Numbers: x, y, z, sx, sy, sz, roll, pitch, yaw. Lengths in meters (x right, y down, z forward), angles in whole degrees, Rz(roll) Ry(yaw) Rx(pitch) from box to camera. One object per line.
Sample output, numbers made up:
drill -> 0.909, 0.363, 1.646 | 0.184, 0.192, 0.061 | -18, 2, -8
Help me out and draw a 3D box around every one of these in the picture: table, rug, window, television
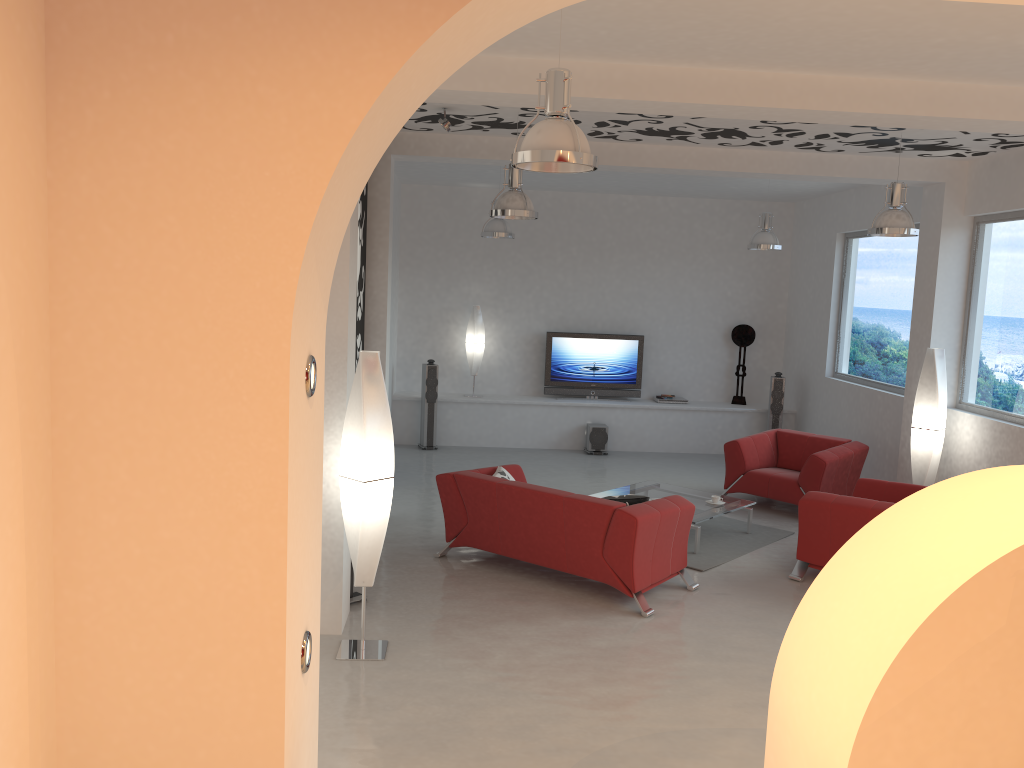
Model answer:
table -> 1.453, 1.202, 8.183 | 1.162, 0.286, 1.097 | 8, 8, 41
rug -> 1.439, 1.347, 8.190 | 1.700, 0.025, 1.700 | 8, 8, 41
window -> 4.380, -0.527, 7.168 | 0.100, 1.800, 2.400 | 2, 6, -4
window -> 4.220, -0.844, 9.946 | 0.100, 1.800, 2.400 | 2, 6, -4
television -> 1.139, -0.243, 12.349 | 1.356, 0.919, 0.343 | 2, 6, -4

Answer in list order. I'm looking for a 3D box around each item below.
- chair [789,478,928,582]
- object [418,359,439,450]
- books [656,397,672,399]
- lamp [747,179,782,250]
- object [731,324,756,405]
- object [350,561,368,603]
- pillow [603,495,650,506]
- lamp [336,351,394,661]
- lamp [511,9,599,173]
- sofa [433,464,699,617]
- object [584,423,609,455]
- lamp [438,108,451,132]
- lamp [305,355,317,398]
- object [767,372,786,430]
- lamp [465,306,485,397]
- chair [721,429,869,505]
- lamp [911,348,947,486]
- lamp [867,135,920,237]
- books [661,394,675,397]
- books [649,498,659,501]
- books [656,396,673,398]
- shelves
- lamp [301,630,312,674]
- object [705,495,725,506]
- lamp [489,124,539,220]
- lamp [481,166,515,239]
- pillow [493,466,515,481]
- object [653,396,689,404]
chair -> 2.935, 1.174, 7.008 | 1.288, 0.738, 0.951 | -4, 9, -43
object -> -1.090, 0.261, 11.669 | 0.255, 1.184, 0.273 | 0, 7, -18
books -> 2.135, 0.193, 12.427 | 0.190, 0.015, 0.135 | -3, 8, -38
lamp -> 2.861, -1.913, 9.954 | 0.379, 0.800, 0.379 | 7, 8, 36
object -> 3.226, -0.275, 12.466 | 0.331, 1.130, 0.108 | 5, 7, 21
object -> -1.103, 0.934, 5.966 | 0.214, 1.112, 0.229 | 8, 8, 41
pillow -> 0.773, 0.964, 6.489 | 0.402, 0.343, 0.288 | 1, 6, -11
lamp -> -0.849, 0.698, 5.164 | 0.313, 1.779, 0.313 | 3, 6, 5
lamp -> 0.202, -1.339, 3.818 | 0.379, 0.800, 0.379 | -2, 8, -32
sofa -> 0.383, 1.091, 6.799 | 1.929, 0.738, 0.951 | 7, 8, 36
object -> 1.134, 0.738, 11.878 | 0.336, 0.374, 0.337 | 2, 6, -4
lamp -> -0.511, -2.004, 6.737 | 0.112, 0.176, 0.118 | 7, 8, 39
lamp -> -0.488, -0.019, 2.158 | 0.011, 0.105, 0.105 | 2, 6, -4
object -> 3.547, 0.424, 11.949 | 0.255, 1.184, 0.273 | 4, 6, 11
lamp -> -0.507, -0.450, 12.147 | 0.263, 1.239, 0.263 | 1, 6, -12
chair -> 2.931, 0.923, 9.256 | 0.951, 0.738, 1.288 | -4, 9, -43
lamp -> 3.794, 0.562, 8.112 | 0.313, 1.779, 0.313 | 1, 6, -12
lamp -> 3.032, -1.574, 6.978 | 0.379, 0.800, 0.379 | 5, 7, 25
books -> 2.187, 0.166, 12.425 | 0.190, 0.015, 0.135 | 3, 6, 6
books -> 1.412, 1.068, 7.919 | 0.367, 0.035, 0.345 | 1, 7, -13
books -> 2.135, 0.178, 12.429 | 0.190, 0.015, 0.135 | 0, 7, -23
shelves -> 1.131, 0.252, 12.287 | 5.500, 0.050, 0.650 | 2, 6, -4
lamp -> -0.517, 0.675, 2.236 | 0.011, 0.105, 0.105 | 2, 6, -4
object -> 1.846, 1.054, 8.048 | 0.153, 0.069, 0.153 | -2, 8, -37
lamp -> 0.031, -1.678, 6.794 | 0.379, 0.800, 0.379 | 1, 6, -11
lamp -> -0.140, -2.018, 9.770 | 0.379, 0.800, 0.379 | 2, 6, -7
pillow -> -0.022, 0.864, 7.083 | 0.288, 0.343, 0.402 | 3, 6, 4
object -> 2.226, 0.223, 12.463 | 0.430, 0.045, 0.352 | 2, 6, -4
